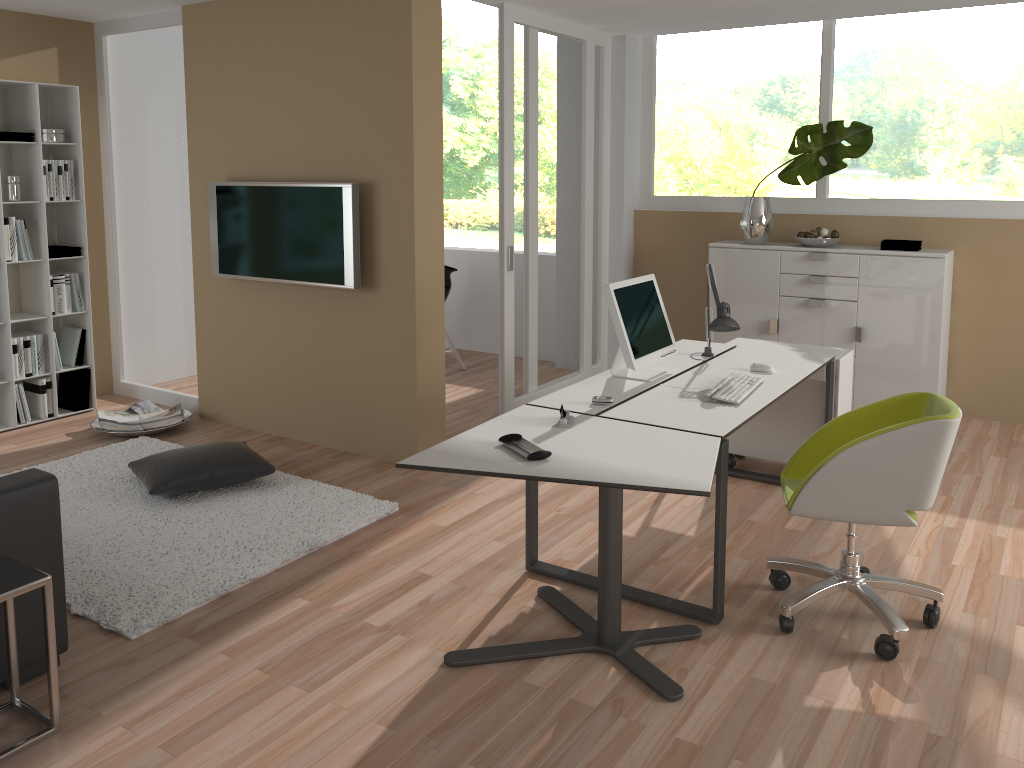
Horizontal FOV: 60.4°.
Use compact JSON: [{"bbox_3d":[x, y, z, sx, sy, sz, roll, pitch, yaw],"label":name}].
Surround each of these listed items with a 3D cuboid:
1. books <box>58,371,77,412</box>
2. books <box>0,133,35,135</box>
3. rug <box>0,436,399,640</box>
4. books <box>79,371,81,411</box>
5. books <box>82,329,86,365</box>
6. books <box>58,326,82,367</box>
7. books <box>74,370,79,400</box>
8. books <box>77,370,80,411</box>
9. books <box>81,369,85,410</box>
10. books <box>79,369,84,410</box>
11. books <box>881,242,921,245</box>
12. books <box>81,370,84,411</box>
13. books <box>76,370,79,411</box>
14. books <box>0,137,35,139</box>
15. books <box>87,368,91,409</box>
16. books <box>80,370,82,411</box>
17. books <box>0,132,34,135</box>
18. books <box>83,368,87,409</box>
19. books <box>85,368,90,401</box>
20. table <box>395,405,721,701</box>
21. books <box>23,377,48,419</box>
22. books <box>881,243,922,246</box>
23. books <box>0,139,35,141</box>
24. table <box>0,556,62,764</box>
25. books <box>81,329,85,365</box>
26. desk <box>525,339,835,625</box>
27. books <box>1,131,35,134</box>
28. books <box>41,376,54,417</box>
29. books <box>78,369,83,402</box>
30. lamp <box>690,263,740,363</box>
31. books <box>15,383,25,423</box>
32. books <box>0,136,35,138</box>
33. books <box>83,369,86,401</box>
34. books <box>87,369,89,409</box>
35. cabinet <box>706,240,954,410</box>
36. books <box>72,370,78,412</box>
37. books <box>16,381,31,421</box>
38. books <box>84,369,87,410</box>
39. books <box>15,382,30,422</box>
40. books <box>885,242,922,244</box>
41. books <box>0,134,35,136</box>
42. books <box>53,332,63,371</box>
[{"bbox_3d":[-2.970,0.039,5.879,0.212,0.265,0.032,6,9,33],"label":"books"},{"bbox_3d":[-3.163,-1.551,5.477,0.298,0.007,0.214,7,15,27],"label":"books"},{"bbox_3d":[-1.745,0.596,4.132,2.037,0.044,1.470,9,16,32],"label":"rug"},{"bbox_3d":[-2.955,0.033,5.901,0.212,0.265,0.032,6,9,33],"label":"books"},{"bbox_3d":[-2.946,-0.257,5.938,0.212,0.234,0.043,7,9,33],"label":"books"},{"bbox_3d":[-2.972,-0.254,5.903,0.209,0.242,0.086,6,10,33],"label":"books"},{"bbox_3d":[-2.967,0.034,5.889,0.215,0.266,0.032,6,9,33],"label":"books"},{"bbox_3d":[-2.957,0.032,5.896,0.218,0.268,0.032,6,9,33],"label":"books"},{"bbox_3d":[-2.939,0.028,5.924,0.213,0.265,0.032,6,9,33],"label":"books"},{"bbox_3d":[-2.943,0.029,5.920,0.212,0.265,0.032,6,9,33],"label":"books"},{"bbox_3d":[2.530,-0.918,5.719,0.223,0.007,0.159,9,16,32],"label":"books"},{"bbox_3d":[-2.946,0.030,5.915,0.212,0.265,0.032,6,9,33],"label":"books"},{"bbox_3d":[-2.964,0.033,5.893,0.215,0.266,0.032,6,9,33],"label":"books"},{"bbox_3d":[-3.164,-1.529,5.476,0.298,0.006,0.214,7,15,27],"label":"books"},{"bbox_3d":[-2.919,0.020,5.957,0.212,0.265,0.032,6,9,33],"label":"books"},{"bbox_3d":[-2.952,0.032,5.906,0.212,0.265,0.032,6,9,33],"label":"books"},{"bbox_3d":[-3.163,-1.555,5.471,0.298,0.007,0.214,7,15,27],"label":"books"},{"bbox_3d":[-2.930,0.022,5.937,0.218,0.268,0.032,6,9,33],"label":"books"},{"bbox_3d":[-2.922,0.018,5.952,0.220,0.270,0.032,6,9,33],"label":"books"},{"bbox_3d":[0.241,0.556,2.901,0.930,0.677,0.822,6,13,30],"label":"table"},{"bbox_3d":[-3.082,0.082,5.695,0.209,0.254,0.041,6,9,33],"label":"books"},{"bbox_3d":[2.530,-0.913,5.720,0.223,0.007,0.159,9,16,32],"label":"books"},{"bbox_3d":[-3.165,-1.518,5.478,0.298,0.006,0.214,7,15,27],"label":"books"},{"bbox_3d":[-1.457,0.776,2.473,0.240,0.462,0.230,5,10,33],"label":"table"},{"bbox_3d":[-2.951,-0.258,5.931,0.220,0.239,0.043,7,9,33],"label":"books"},{"bbox_3d":[0.825,0.304,3.947,0.809,0.675,1.624,7,14,32],"label":"desk"},{"bbox_3d":[-3.161,-1.560,5.471,0.298,0.006,0.214,7,15,27],"label":"books"},{"bbox_3d":[-3.063,0.073,5.731,0.209,0.254,0.041,6,9,33],"label":"books"},{"bbox_3d":[-2.949,0.028,5.910,0.220,0.270,0.032,6,9,33],"label":"books"},{"bbox_3d":[0.940,-0.279,4.129,0.140,0.520,0.550,0,10,-2],"label":"lamp"},{"bbox_3d":[-3.169,0.111,5.572,0.209,0.256,0.061,6,9,33],"label":"books"},{"bbox_3d":[-3.164,-1.534,5.476,0.298,0.006,0.214,7,15,27],"label":"books"},{"bbox_3d":[-2.940,0.024,5.930,0.215,0.266,0.032,6,9,33],"label":"books"},{"bbox_3d":[-2.925,0.022,5.947,0.212,0.265,0.032,6,9,33],"label":"books"},{"bbox_3d":[2.119,-0.397,6.016,1.532,1.067,0.421,7,10,33],"label":"cabinet"},{"bbox_3d":[-2.966,0.038,5.882,0.213,0.265,0.032,6,9,33],"label":"books"},{"bbox_3d":[-3.155,0.101,5.614,0.209,0.254,0.059,6,9,33],"label":"books"},{"bbox_3d":[-2.937,0.023,5.935,0.215,0.266,0.032,6,9,33],"label":"books"},{"bbox_3d":[-3.151,0.108,5.591,0.209,0.254,0.059,6,9,33],"label":"books"},{"bbox_3d":[2.530,-0.923,5.715,0.223,0.007,0.159,9,16,32],"label":"books"},{"bbox_3d":[-3.163,-1.546,5.478,0.298,0.007,0.214,7,15,27],"label":"books"},{"bbox_3d":[-3.028,-0.223,5.757,0.209,0.256,0.061,6,9,33],"label":"books"}]
